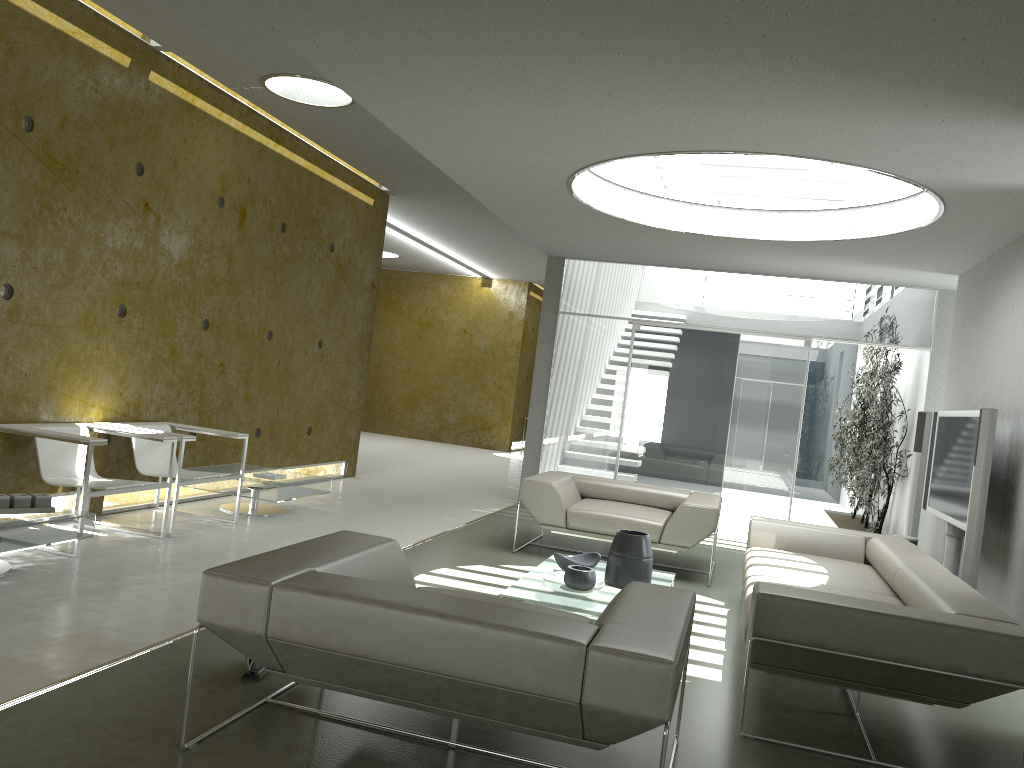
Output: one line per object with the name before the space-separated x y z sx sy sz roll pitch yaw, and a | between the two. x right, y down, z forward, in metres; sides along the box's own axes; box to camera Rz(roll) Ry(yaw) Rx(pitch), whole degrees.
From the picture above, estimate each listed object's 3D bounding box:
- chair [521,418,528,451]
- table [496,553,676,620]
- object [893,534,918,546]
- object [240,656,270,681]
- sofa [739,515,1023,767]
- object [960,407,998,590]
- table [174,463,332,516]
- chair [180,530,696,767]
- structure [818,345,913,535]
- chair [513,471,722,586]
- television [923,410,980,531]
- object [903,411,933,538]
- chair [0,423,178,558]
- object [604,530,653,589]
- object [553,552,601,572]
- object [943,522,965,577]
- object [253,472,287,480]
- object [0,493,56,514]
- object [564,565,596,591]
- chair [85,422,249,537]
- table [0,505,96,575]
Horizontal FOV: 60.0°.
chair | 0.661 1.067 18.157 0.710 0.667 0.800 7 0 15
table | 0.466 1.237 5.045 0.790 0.200 1.500 7 0 15
object | 3.065 1.430 6.978 0.175 0.461 0.185 7 0 9
object | -1.002 1.008 3.600 0.216 0.288 0.329 7 0 5
sofa | 1.754 1.198 4.705 1.037 0.585 2.791 7 0 15
object | 2.702 0.872 5.179 0.310 1.469 0.310 7 0 -8
table | -2.094 0.880 7.240 0.900 0.300 0.900 7 0 15
chair | -0.166 0.960 3.070 1.481 0.583 1.039 7 0 15
structure | 4.100 0.496 10.338 0.646 2.589 3.371 7 0 14
chair | 0.871 1.100 7.033 1.481 0.583 1.039 7 0 15
television | 3.140 0.582 6.204 0.127 0.781 1.603 7 0 15
object | 3.333 0.956 7.326 0.310 1.469 0.310 7 0 42
chair | -2.658 0.620 5.477 0.710 0.667 0.800 7 0 15
object | 0.678 1.006 5.085 0.265 0.309 0.265 7 0 -2
object | 0.381 1.064 5.265 0.317 0.125 0.223 7 0 -39
object | 2.998 1.305 6.215 0.323 0.689 0.882 7 0 15
object | -1.930 0.734 7.068 0.197 0.029 0.189 7 0 15
object | -2.556 0.615 4.603 0.118 0.097 0.326 7 0 40
object | 0.373 1.067 4.869 0.177 0.113 0.177 7 0 -4
chair | -2.441 0.649 6.305 0.710 0.667 0.800 7 0 15
table | -2.815 0.783 4.486 0.900 0.300 0.900 7 0 15
